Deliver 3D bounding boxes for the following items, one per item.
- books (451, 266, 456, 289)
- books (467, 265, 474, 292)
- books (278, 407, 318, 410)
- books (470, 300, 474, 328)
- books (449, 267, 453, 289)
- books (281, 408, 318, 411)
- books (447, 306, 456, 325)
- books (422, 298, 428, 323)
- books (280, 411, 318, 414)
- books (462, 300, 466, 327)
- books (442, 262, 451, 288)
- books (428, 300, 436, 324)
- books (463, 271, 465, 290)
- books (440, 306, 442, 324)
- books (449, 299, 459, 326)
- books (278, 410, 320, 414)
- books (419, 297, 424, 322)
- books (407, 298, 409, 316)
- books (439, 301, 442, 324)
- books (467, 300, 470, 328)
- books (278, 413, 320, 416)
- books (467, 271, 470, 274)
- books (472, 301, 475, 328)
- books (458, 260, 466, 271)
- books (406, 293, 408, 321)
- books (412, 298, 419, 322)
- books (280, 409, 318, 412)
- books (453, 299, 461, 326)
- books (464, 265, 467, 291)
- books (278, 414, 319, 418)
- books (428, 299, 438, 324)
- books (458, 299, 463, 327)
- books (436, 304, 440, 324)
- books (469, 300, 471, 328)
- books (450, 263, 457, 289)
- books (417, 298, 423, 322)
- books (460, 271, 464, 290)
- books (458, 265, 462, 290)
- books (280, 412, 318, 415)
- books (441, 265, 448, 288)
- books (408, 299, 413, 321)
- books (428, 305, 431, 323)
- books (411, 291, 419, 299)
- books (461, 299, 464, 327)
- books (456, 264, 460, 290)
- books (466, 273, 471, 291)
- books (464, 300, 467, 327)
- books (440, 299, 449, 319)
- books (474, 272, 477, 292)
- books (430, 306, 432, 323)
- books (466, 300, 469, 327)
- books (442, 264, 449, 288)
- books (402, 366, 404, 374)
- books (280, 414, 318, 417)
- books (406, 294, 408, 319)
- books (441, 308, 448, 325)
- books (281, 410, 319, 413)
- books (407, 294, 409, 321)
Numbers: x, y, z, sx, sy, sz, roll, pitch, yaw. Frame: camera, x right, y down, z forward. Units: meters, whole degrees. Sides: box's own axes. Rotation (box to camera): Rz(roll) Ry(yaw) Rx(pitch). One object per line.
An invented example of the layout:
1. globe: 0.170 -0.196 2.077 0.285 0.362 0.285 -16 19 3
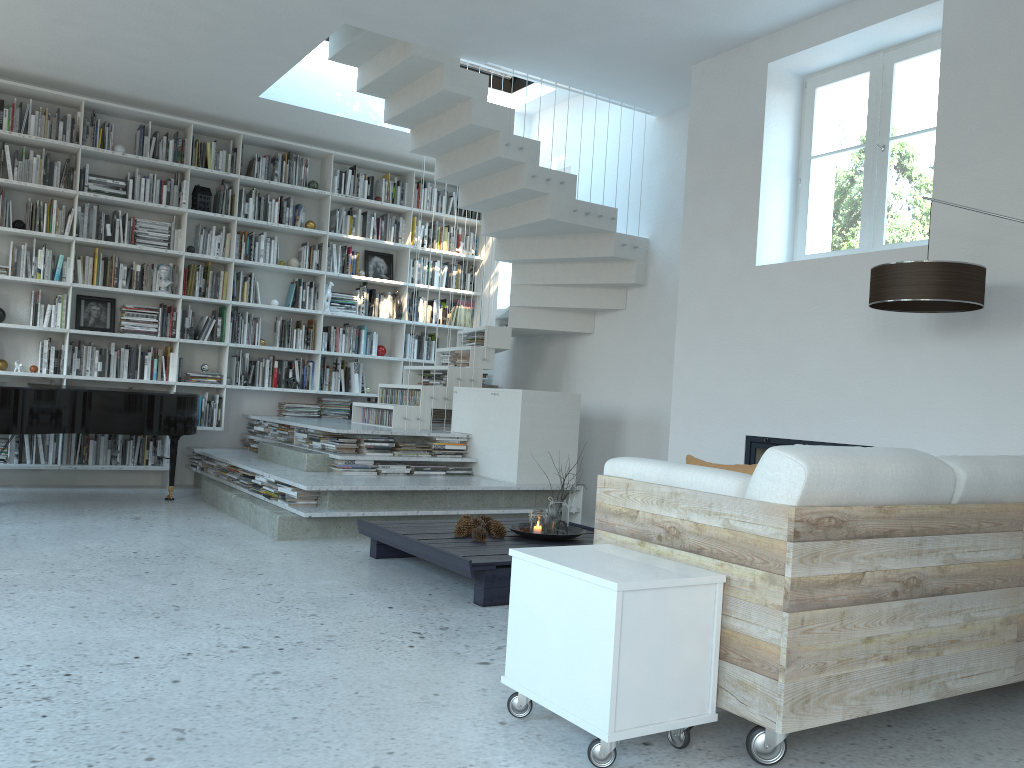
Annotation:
1. books: -0.633 -1.079 9.133 0.025 0.252 0.160 4 -1 -33
2. books: -0.448 -1.086 9.238 0.042 0.292 0.186 4 -1 -33
3. books: -1.993 0.231 8.303 0.346 0.007 0.193 4 -1 -36
4. books: -0.457 -0.718 9.232 0.018 0.293 0.169 4 -1 -33
5. books: -0.662 -1.073 9.128 0.028 0.237 0.145 4 -1 -33
6. books: -1.991 0.239 8.299 0.308 0.008 0.195 4 -1 -28
7. books: -0.657 -0.691 9.115 0.088 0.217 0.167 4 -1 -33
8. books: -0.905 -0.735 8.949 0.056 0.261 0.176 4 -1 -33
9. books: -2.000 0.268 8.303 0.308 0.008 0.195 4 -1 -31
10. books: -0.539 -0.724 9.192 0.018 0.293 0.169 4 -1 -33
11. books: -0.681 -1.102 9.114 0.024 0.292 0.132 4 -1 -33
12. books: -0.831 -0.722 9.003 0.022 0.247 0.181 4 -1 -33
13. books: -0.543 -1.056 9.183 0.025 0.220 0.177 4 -1 -33
14. books: -0.756 -0.696 9.081 0.014 0.207 0.138 4 -1 -33
15. books: -0.621 -0.727 9.139 0.072 0.291 0.169 4 -1 -33
16. books: -1.999 0.261 8.304 0.346 0.007 0.193 4 -1 -35
17. books: -0.944 -0.740 8.938 0.022 0.265 0.157 4 -1 -33
18. books: -1.077 -0.736 8.862 0.010 0.238 0.147 4 -1 -33
19. books: -0.769 -0.718 9.068 0.025 0.248 0.133 4 -1 -33
20. books: -0.490 -0.720 9.217 0.018 0.293 0.169 4 -1 -33
21. books: -1.997 0.284 8.296 0.346 0.007 0.193 4 -1 -28
22. books: -0.490 -1.057 9.247 0.024 0.230 0.131 4 -1 -33
23. books: -0.447 -0.717 9.251 0.018 0.293 0.169 4 -1 -33
24. books: -0.532 -1.110 9.207 0.013 0.330 0.140 4 -1 -33
25. books: -1.083 -0.764 8.857 0.010 0.293 0.164 4 -1 -33
26. books: -0.990 -0.732 8.897 0.022 0.243 0.170 4 -1 -33
27. books: -2.000 0.246 8.309 0.308 0.008 0.195 4 -1 -33
28. books: -0.589 -0.728 9.159 0.033 0.294 0.169 4 -1 -33
29. books: -0.518 -1.086 9.207 0.013 0.283 0.149 4 -1 -33
30. books: -1.999 0.299 8.298 0.346 0.007 0.193 4 -1 -29
31. books: -0.815 -0.727 9.025 0.029 0.259 0.171 4 -1 -33
32. books: -0.562 -0.726 9.161 0.018 0.293 0.169 4 -1 -33
33. books: -0.783 -0.722 9.055 0.012 0.254 0.161 4 -1 -33
34. books: -0.478 -0.719 9.231 0.018 0.293 0.169 4 -1 -33
35. books: -0.612 -1.093 9.136 0.012 0.283 0.151 4 -1 -33
36. books: -0.958 -0.731 8.915 0.026 0.245 0.180 4 -1 -33
37. books: -0.559 -1.054 9.162 0.025 0.211 0.188 4 -1 -33
38. books: -0.581 -1.083 9.149 0.028 0.268 0.173 4 -1 -33
39. books: -1.998 0.276 8.299 0.308 0.008 0.195 4 -1 -29
40. books: -0.725 -1.083 9.056 0.045 0.245 0.177 4 -1 -33
41. books: -1.042 -0.732 8.896 0.066 0.236 0.144 4 -1 -33
42. books: -0.874 -0.697 8.970 0.023 0.189 0.169 4 -1 -33
43. books: -0.983 -0.771 8.922 0.012 0.322 0.141 4 -1 -33
44. books: -0.554 -0.725 9.182 0.018 0.293 0.169 4 -1 -33
45. books: -0.599 -1.089 9.140 0.013 0.277 0.188 4 -1 -33
46. books: -0.495 -1.041 9.204 0.029 0.195 0.192 4 -1 -33
47. books: -0.521 -0.723 9.198 0.018 0.293 0.169 4 -1 -33
48. books: -0.709 -0.728 9.094 0.026 0.278 0.170 4 -1 -33
49. books: -0.425 -1.047 9.256 0.021 0.219 0.184 4 -1 -33
50. books: -0.864 -0.693 9.002 0.030 0.184 0.137 4 -1 -33
51. books: -0.508 -0.722 9.212 0.018 0.293 0.169 4 -1 -33
52. books: -0.700 -1.087 9.079 0.023 0.258 0.184 4 -1 -33
53. books: -1.108 -0.032 8.776 0.011 0.293 0.144 4 -1 -33
54. books: -1.999 0.291 8.299 0.308 0.008 0.195 4 -1 -37
55. books: -1.091 -0.757 8.835 0.025 0.277 0.160 4 -1 -33
56. books: -0.719 -0.681 9.057 0.024 0.181 0.191 4 -1 -33
57. books: -1.994 0.254 8.298 0.308 0.008 0.195 4 -1 -38
58. books: -1.073 -0.756 8.876 0.010 0.279 0.147 4 -1 -33
